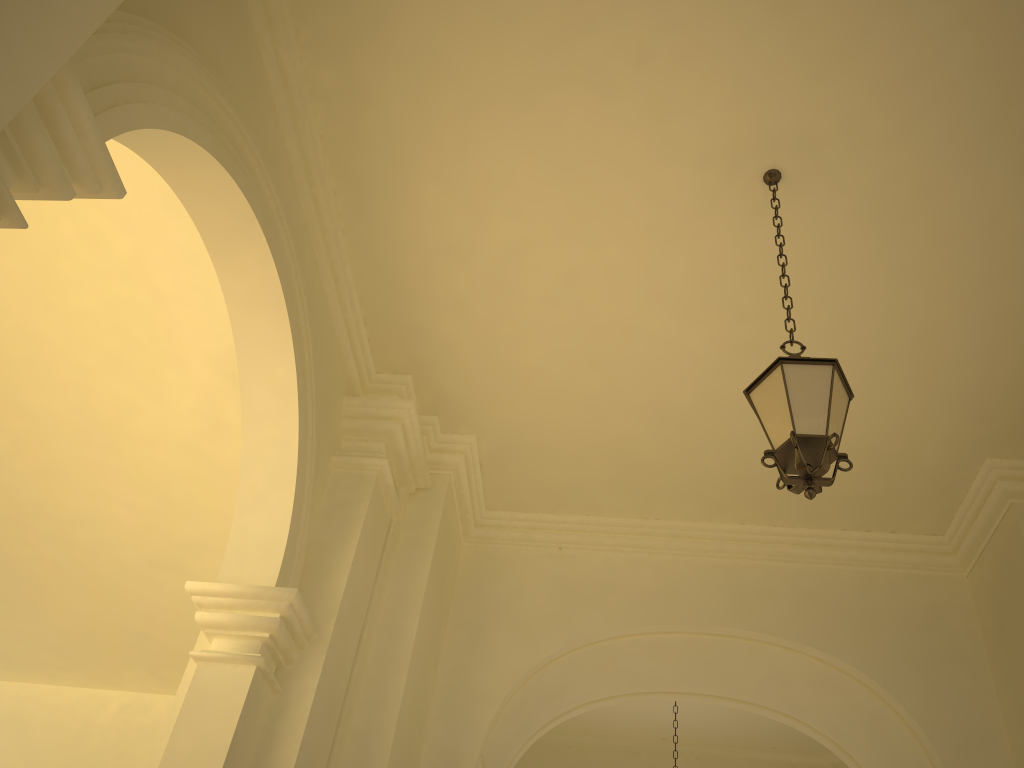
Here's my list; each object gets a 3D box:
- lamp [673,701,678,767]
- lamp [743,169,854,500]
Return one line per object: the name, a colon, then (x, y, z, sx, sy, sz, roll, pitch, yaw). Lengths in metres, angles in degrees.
lamp: (1.736, 4.698, 9.317, 0.450, 3.060, 0.542, 23, -43, -15)
lamp: (1.422, -0.381, 4.511, 0.452, 2.372, 0.540, -19, -49, 28)
